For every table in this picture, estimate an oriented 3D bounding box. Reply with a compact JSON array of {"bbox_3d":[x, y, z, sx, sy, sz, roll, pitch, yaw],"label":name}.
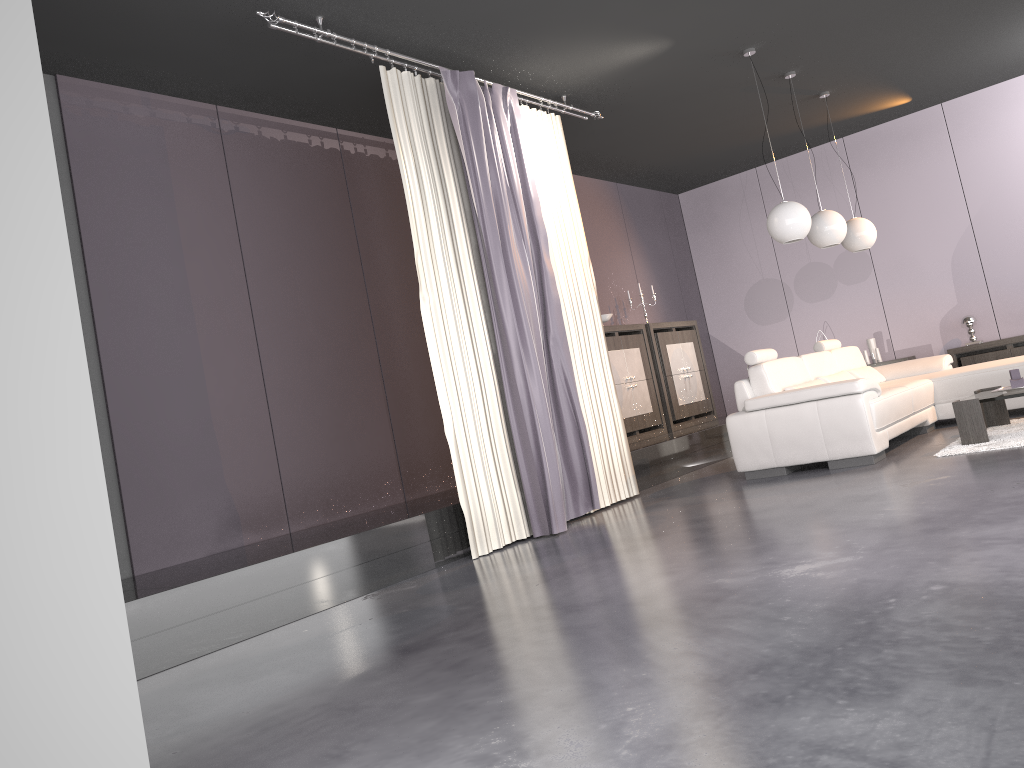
[{"bbox_3d":[3.272,0.145,5.587,0.696,0.272,0.907,-13,-3,37],"label":"table"}]

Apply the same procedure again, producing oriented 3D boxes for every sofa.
[{"bbox_3d":[3.006,-0.046,6.621,1.857,0.862,2.868,-14,-3,37],"label":"sofa"}]

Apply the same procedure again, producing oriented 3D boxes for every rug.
[{"bbox_3d":[3.283,0.284,5.569,0.911,0.023,1.530,-13,-3,37],"label":"rug"}]

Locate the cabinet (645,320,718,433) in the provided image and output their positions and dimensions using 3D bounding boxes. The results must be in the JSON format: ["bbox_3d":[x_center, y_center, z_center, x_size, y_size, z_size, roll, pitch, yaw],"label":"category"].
[{"bbox_3d":[1.637,-0.081,9.091,0.409,1.079,1.074,-15,-5,37],"label":"cabinet"}]

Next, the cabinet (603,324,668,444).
[{"bbox_3d":[0.941,0.017,8.158,0.409,1.079,1.074,-15,-5,37],"label":"cabinet"}]

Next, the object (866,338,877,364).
[{"bbox_3d":[3.800,-0.349,9.315,0.089,0.265,0.089,-11,-5,-2],"label":"object"}]

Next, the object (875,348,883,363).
[{"bbox_3d":[3.806,-0.298,9.204,0.051,0.153,0.051,-13,-5,15],"label":"object"}]

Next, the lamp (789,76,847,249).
[{"bbox_3d":[2.380,-1.783,7.070,0.304,1.421,0.308,-16,-7,40],"label":"lamp"}]

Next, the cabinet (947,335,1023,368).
[{"bbox_3d":[4.830,-0.174,8.466,1.066,0.557,0.378,-14,-5,37],"label":"cabinet"}]

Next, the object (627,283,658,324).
[{"bbox_3d":[1.328,-0.803,8.968,0.230,0.447,0.228,-8,-6,-36],"label":"object"}]

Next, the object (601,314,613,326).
[{"bbox_3d":[0.798,-0.561,8.232,0.309,0.117,0.307,-10,-3,-19],"label":"object"}]

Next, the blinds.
[{"bbox_3d":[0.019,-0.595,5.505,0.247,3.009,3.296,-15,-5,37],"label":"blinds"}]

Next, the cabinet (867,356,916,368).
[{"bbox_3d":[3.704,0.089,9.322,1.066,0.557,0.378,-14,-5,37],"label":"cabinet"}]

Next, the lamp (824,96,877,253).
[{"bbox_3d":[2.908,-1.858,7.785,0.304,1.421,0.308,-16,-7,40],"label":"lamp"}]

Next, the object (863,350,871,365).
[{"bbox_3d":[3.712,-0.276,9.275,0.051,0.153,0.051,-13,-5,15],"label":"object"}]

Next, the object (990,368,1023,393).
[{"bbox_3d":[3.166,-0.035,5.512,0.302,0.137,0.305,-14,-4,41],"label":"object"}]

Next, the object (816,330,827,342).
[{"bbox_3d":[3.365,-0.355,9.548,0.123,0.468,0.108,-15,-6,37],"label":"object"}]

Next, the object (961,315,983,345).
[{"bbox_3d":[4.516,-0.535,8.715,0.139,0.285,0.140,-15,-6,37],"label":"object"}]

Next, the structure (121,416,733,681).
[{"bbox_3d":[-0.030,0.829,6.181,0.994,0.302,8.792,-13,-3,37],"label":"structure"}]

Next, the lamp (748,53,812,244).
[{"bbox_3d":[1.868,-1.711,6.385,0.307,1.421,0.305,-12,-5,4],"label":"lamp"}]
